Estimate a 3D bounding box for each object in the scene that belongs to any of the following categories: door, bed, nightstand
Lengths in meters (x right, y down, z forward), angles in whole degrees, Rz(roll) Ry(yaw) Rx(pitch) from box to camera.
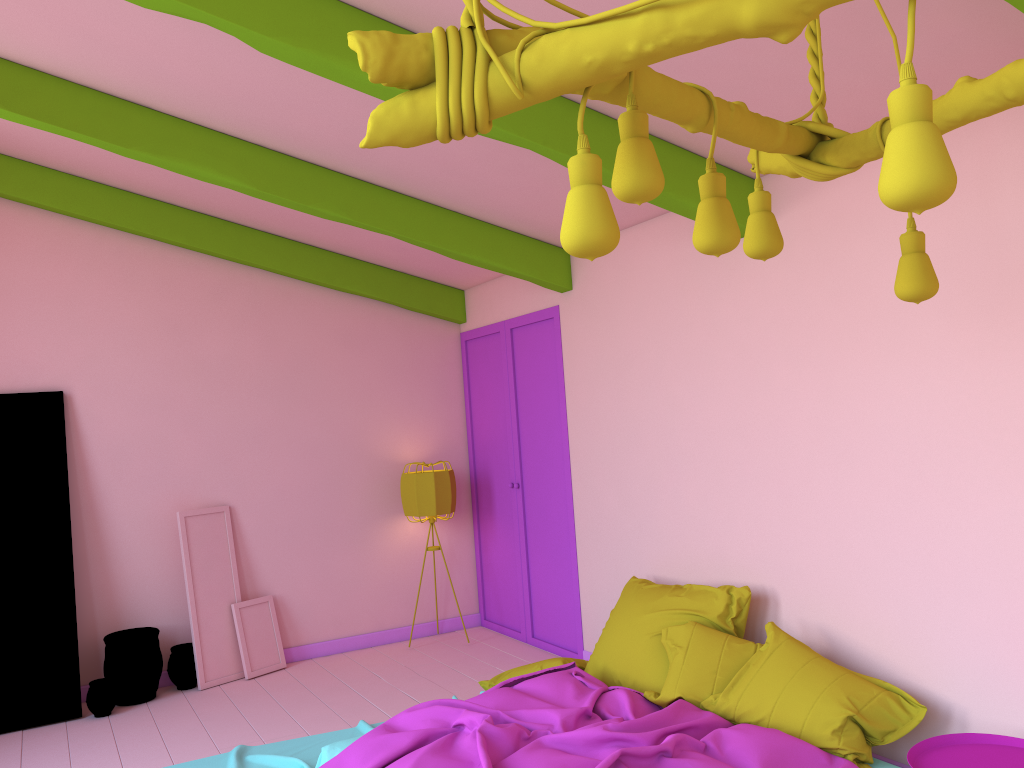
[{"bbox_3d":[0.039,0.781,7.073,0.108,2.589,1.678,-3,-2,-28],"label":"door"},{"bbox_3d":[0.065,1.682,3.943,2.801,0.513,3.578,-3,-3,-28],"label":"bed"},{"bbox_3d":[-3.528,1.163,5.827,1.153,2.210,0.450,-3,-2,-28],"label":"door"},{"bbox_3d":[1.717,1.551,3.085,0.596,0.458,0.596,-4,-2,9],"label":"nightstand"}]

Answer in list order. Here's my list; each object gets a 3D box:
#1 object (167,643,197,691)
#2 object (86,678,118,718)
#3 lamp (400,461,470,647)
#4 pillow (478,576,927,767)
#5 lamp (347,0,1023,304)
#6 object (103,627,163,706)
[{"bbox_3d":[-2.375,2.059,6.455,0.260,0.306,0.260,-4,-2,4],"label":"object"},{"bbox_3d":[-2.738,2.098,5.922,0.199,0.234,0.199,-5,-2,29],"label":"object"},{"bbox_3d":[-0.631,1.369,7.287,0.491,1.466,0.476,-4,-2,2],"label":"lamp"},{"bbox_3d":[0.889,1.491,4.692,0.848,0.822,2.619,-2,-3,-39],"label":"pillow"},{"bbox_3d":[0.807,-1.292,1.551,1.776,2.264,1.610,-6,-3,43],"label":"lamp"},{"bbox_3d":[-2.656,1.981,6.224,0.386,0.470,0.386,-5,-2,14],"label":"object"}]
